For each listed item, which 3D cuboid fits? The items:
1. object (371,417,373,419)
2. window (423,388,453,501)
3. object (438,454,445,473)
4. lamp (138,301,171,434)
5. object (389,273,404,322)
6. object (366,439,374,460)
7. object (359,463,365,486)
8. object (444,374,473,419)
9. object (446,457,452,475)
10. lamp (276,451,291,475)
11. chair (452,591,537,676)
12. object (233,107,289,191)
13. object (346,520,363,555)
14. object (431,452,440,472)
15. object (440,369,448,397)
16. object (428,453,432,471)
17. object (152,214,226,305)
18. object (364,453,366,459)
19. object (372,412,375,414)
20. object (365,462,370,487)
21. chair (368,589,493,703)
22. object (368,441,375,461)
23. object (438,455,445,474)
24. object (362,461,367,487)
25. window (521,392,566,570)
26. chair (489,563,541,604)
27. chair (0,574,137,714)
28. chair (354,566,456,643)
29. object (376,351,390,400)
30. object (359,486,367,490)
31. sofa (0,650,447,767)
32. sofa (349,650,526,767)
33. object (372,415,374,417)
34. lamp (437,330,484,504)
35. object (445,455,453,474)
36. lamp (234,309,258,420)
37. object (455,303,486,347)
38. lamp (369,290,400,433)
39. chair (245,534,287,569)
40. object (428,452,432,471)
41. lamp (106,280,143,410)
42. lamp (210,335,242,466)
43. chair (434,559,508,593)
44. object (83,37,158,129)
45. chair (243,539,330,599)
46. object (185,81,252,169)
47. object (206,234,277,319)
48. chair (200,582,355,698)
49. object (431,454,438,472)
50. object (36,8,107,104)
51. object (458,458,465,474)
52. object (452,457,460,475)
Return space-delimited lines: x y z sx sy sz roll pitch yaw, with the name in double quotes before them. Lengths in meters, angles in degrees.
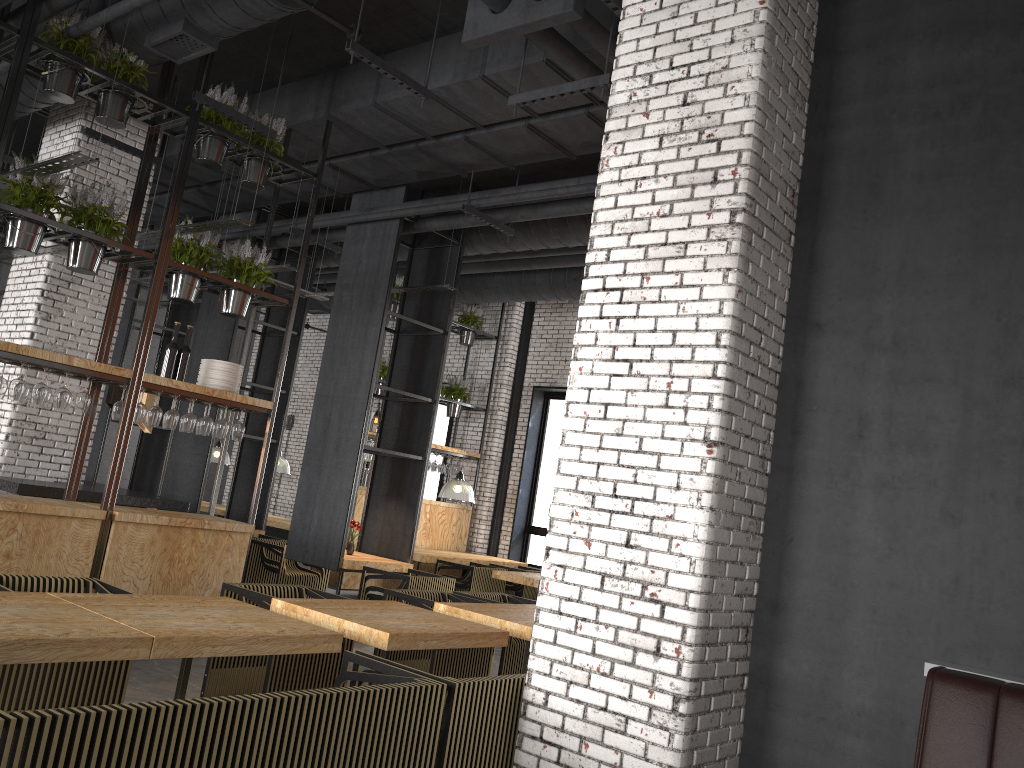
"object" -1.920 0.470 12.013 0.335 0.041 0.333 7 -8 9
"window" -1.275 1.361 14.667 0.749 2.707 0.363 1 -12 39
"object" -1.013 1.156 12.893 0.101 0.268 0.101 12 -9 -19
"lamp" -3.434 -0.295 8.626 0.127 1.551 0.127 1 -12 39
"object" -1.629 -1.169 12.387 0.416 0.561 0.465 7 -9 14
"object" -1.890 0.869 11.817 0.101 0.268 0.100 11 -9 -13
"object" -2.039 1.101 11.781 0.157 0.556 0.105 2 -12 38
"object" -0.845 0.229 13.316 0.415 0.561 0.467 14 -10 -30
"object" -0.961 1.237 13.409 0.101 0.268 0.101 12 -9 -19
"lamp" -3.710 0.271 14.703 0.536 2.413 0.535 11 -9 -14
"chair" -0.106 2.185 7.499 0.638 0.732 0.655 2 -11 39
"object" -2.148 -1.940 7.502 0.415 0.561 0.467 13 -10 -25
"object" -1.653 1.603 9.261 0.156 0.356 0.170 9 -9 -2
"object" -1.104 1.126 12.781 0.101 0.268 0.100 11 -9 -13
"object" -1.187 0.126 12.963 0.416 0.561 0.466 9 -9 -4
"object" -1.234 1.148 13.074 0.101 0.268 0.101 12 -9 -19
"object" -2.563 -0.925 7.008 0.466 0.561 0.416 16 -12 -41
"object" -2.020 0.890 12.110 0.101 0.268 0.100 11 -9 -13
"object" -1.911 0.413 12.022 0.335 0.039 0.333 7 -8 14
"object" -1.960 1.226 11.903 0.107 0.369 0.070 2 -12 38
"chair" -0.598 2.021 6.874 0.638 0.732 0.655 2 -11 40
"object" -1.929 0.920 12.222 0.101 0.268 0.100 11 -9 -13
"object" -1.052 1.207 13.297 0.101 0.268 0.101 12 -9 -19
"object" -2.000 1.213 11.852 0.107 0.369 0.070 2 -12 38
"window" 0.564 1.432 13.156 0.749 2.707 0.363 1 -12 39
"chair" 0.072 2.831 11.882 0.638 0.732 0.655 2 -11 38
"chair" -2.442 1.418 4.619 0.638 0.732 0.655 1 -12 42
"chair" -1.052 2.191 8.577 0.638 0.732 0.655 2 -11 38
"object" -1.759 -0.071 12.191 0.467 0.561 0.415 8 -9 5
"object" -2.100 1.385 11.897 0.411 0.050 0.410 2 -10 39
"sofa" -1.127 1.413 3.151 0.640 0.732 1.799 2 -11 39
"sofa" 0.018 1.788 4.555 0.640 0.732 1.799 2 -11 39
"object" -1.917 0.451 12.016 0.334 0.044 0.333 7 -8 10
"lamp" -0.578 0.410 12.267 0.536 2.413 0.535 11 -9 -14
"object" -0.922 1.186 13.004 0.101 0.268 0.101 12 -9 -19
"lamp" -3.327 -0.343 11.172 0.108 1.604 0.108 9 -9 -3
"object" -0.652 -0.863 13.488 0.415 0.561 0.467 16 -11 -40
"lamp" -1.344 -0.267 9.543 0.108 1.604 0.108 7 -9 12
"chair" -3.064 2.109 10.193 0.638 0.732 0.655 1 -11 41
"object" -1.189 1.098 12.676 0.101 0.268 0.100 11 -9 -13
"lamp" -3.925 -0.389 9.051 0.127 1.399 0.127 1 -12 39
"lamp" -5.044 0.220 15.797 0.536 2.413 0.535 10 -9 -8
"chair" -0.555 2.622 11.082 0.638 0.732 0.655 2 -11 40
"object" -2.909 -2.191 6.551 0.467 0.561 0.415 3 -10 34
"chair" -2.467 2.132 9.702 0.638 0.732 0.655 1 -12 42
"object" -2.372 -2.028 7.122 0.416 0.561 0.465 7 -9 13
"object" -2.243 -0.831 7.320 0.416 0.561 0.465 3 -10 33
"chair" -1.500 1.729 5.790 0.638 0.732 0.655 2 -11 38
"object" -1.143 1.177 13.186 0.101 0.268 0.101 12 -9 -19
"object" -3.112 -2.269 6.220 0.415 0.561 0.467 14 -10 -31
"object" -0.740 1.245 13.227 0.101 0.268 0.101 12 -9 -19
"object" -0.831 1.216 13.116 0.101 0.268 0.101 12 -9 -19
